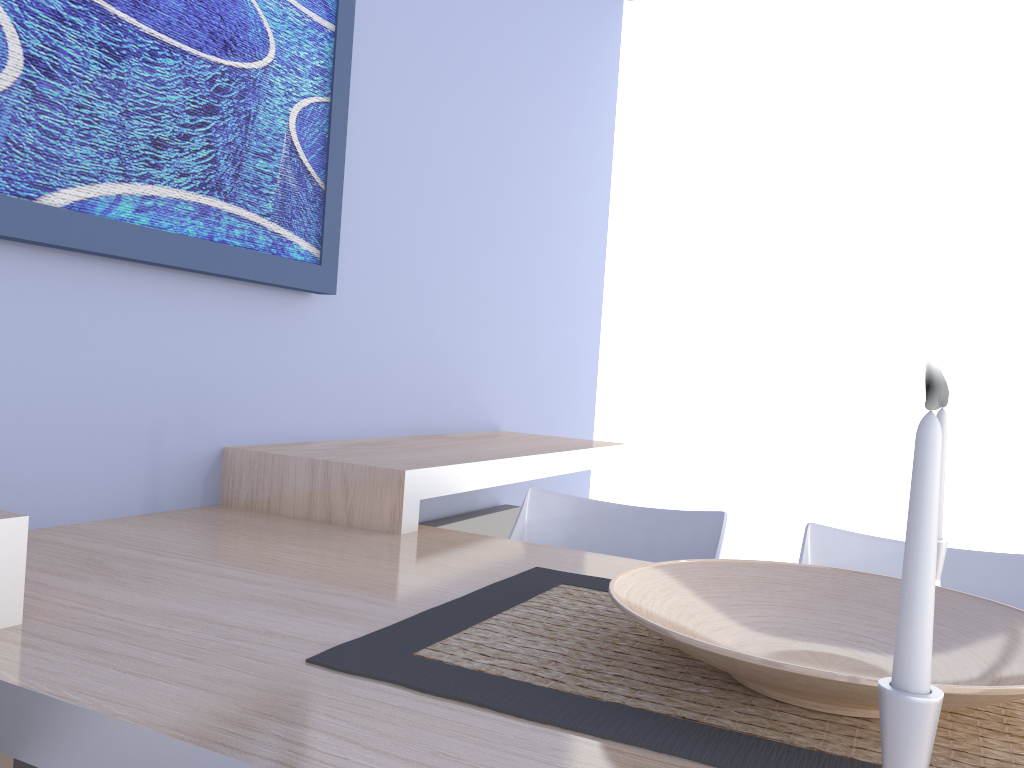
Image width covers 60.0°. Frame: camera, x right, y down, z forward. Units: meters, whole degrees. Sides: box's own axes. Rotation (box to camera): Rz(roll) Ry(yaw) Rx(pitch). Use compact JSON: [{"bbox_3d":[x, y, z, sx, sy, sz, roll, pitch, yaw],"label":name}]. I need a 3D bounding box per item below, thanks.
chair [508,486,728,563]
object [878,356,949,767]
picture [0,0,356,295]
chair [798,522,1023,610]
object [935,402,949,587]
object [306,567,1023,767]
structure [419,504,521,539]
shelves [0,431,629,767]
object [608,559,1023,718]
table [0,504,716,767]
[{"bbox_3d":[0.133,0.632,1.718,0.510,0.793,0.486,4,1,26],"label":"chair"},{"bbox_3d":[0.275,0.155,0.603,0.045,0.349,0.045,4,1,-22],"label":"object"},{"bbox_3d":[-0.681,-0.673,1.523,0.049,0.901,1.252,4,1,26],"label":"picture"},{"bbox_3d":[0.658,0.671,1.457,0.510,0.793,0.486,4,1,27],"label":"chair"},{"bbox_3d":[0.613,0.171,1.283,0.045,0.349,0.045,4,1,26],"label":"object"},{"bbox_3d":[0.353,0.330,0.984,0.986,0.005,0.594,4,1,26],"label":"object"},{"bbox_3d":[-0.866,0.628,1.343,0.064,0.503,3.843,4,1,26],"label":"structure"},{"bbox_3d":[-0.728,0.554,1.202,0.463,0.840,3.901,4,1,26],"label":"shelves"},{"bbox_3d":[0.352,0.287,0.982,0.493,0.081,0.493,5,1,45],"label":"object"},{"bbox_3d":[0.229,0.683,1.027,2.340,0.718,1.002,4,1,26],"label":"table"}]
